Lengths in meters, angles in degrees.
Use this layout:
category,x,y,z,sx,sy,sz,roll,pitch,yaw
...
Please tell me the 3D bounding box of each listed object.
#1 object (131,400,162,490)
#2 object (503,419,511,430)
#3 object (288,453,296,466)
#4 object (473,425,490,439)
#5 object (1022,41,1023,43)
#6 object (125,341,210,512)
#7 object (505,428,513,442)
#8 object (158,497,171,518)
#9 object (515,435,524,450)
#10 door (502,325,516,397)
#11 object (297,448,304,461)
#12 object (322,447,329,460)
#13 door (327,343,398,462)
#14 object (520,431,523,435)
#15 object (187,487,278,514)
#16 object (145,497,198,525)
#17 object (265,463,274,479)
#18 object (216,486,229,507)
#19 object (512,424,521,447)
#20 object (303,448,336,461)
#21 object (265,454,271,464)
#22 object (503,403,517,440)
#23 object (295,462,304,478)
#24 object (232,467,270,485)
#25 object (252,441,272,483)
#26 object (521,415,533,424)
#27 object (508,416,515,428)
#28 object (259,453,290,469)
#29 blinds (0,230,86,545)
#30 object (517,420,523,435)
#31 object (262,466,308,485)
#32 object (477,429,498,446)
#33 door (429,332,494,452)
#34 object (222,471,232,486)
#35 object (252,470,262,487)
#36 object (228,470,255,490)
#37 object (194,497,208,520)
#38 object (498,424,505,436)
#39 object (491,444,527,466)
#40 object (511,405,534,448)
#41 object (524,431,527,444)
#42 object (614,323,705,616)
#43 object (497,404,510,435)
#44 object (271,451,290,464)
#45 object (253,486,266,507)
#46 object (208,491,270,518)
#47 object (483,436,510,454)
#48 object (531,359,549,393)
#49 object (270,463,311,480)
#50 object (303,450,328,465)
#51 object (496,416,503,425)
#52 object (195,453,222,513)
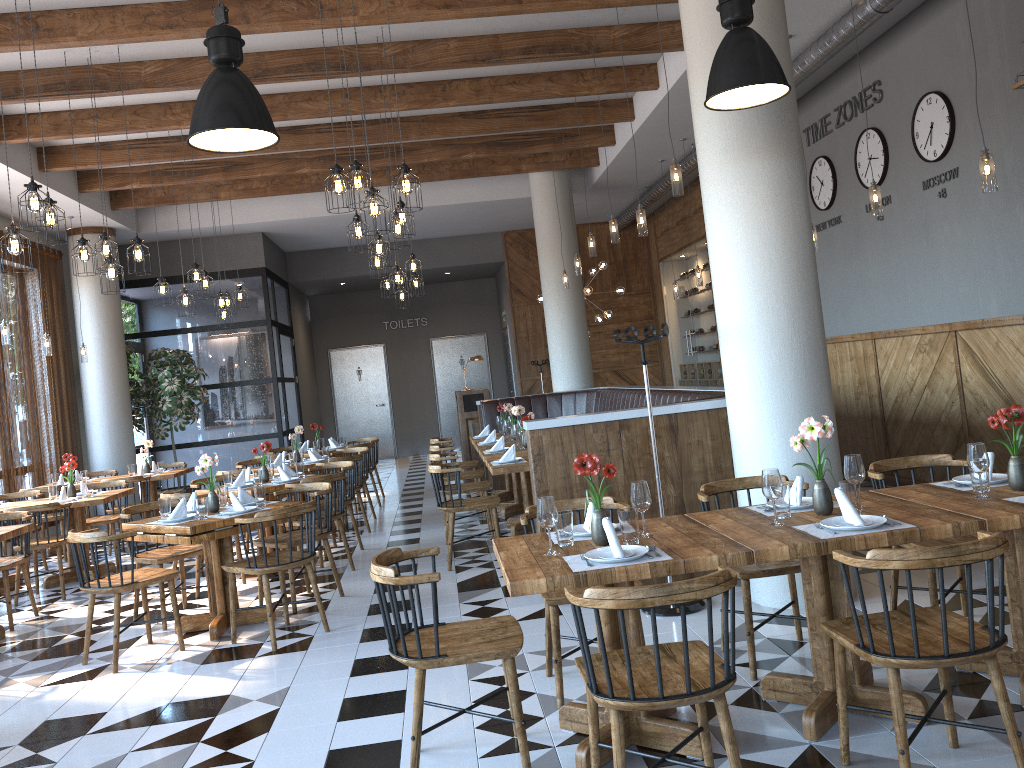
category,x,y,z,sx,sy,sz,roll,pitch,yaw
object,-4.895,1.048,11.956,0.374,1.660,0.374,-7,-2,17
object,-0.047,0.492,9.522,0.081,0.215,0.081,-6,-2,-14
object,-2.288,0.787,9.250,0.080,0.132,0.080,-7,-1,10
object,-0.331,0.553,10.425,0.272,0.137,0.351,-6,0,-5
object,3.416,-2.134,5.701,0.172,0.301,0.234,-6,-1,-16
object,-5.174,0.600,12.731,1.637,2.595,1.376,-6,-1,-21
object,-0.024,0.534,9.244,0.080,0.132,0.080,-6,-1,-20
object,-2.307,0.827,5.894,0.080,0.132,0.080,-6,-1,-30
object,0.076,0.536,8.122,0.080,0.132,0.080,-6,-1,0
door,-0.015,0.072,17.422,0.114,2.397,1.205,-6,-1,-5
object,-2.353,0.787,9.862,0.080,0.132,0.080,-7,-1,10
object,-2.016,0.753,9.597,0.080,0.132,0.080,-7,-1,10
door,-3.092,0.405,18.323,1.207,2.397,0.114,-6,-2,-5
object,0.080,0.520,9.489,0.080,0.132,0.080,-6,-1,-5
object,-2.012,0.789,6.080,0.576,0.137,0.583,-6,1,40
object,-2.162,0.810,5.715,0.351,0.137,0.272,-6,0,40
object,-2.189,0.790,8.012,0.080,0.132,0.080,-6,-1,0
object,-2.031,0.792,6.229,0.080,0.132,0.080,-5,-1,-40
object,0.048,0.493,8.454,0.081,0.215,0.081,-5,-2,-42
object,-2.150,0.763,9.768,0.351,0.137,0.272,-6,0,40
object,-2.629,0.822,9.527,0.080,0.132,0.080,-7,-1,10
object,-0.008,0.396,9.367,0.146,0.400,0.206,-6,-1,2
object,-1.852,0.755,7.747,0.080,0.132,0.080,-6,-1,0
object,-2.357,0.808,7.876,0.271,0.137,0.353,-6,0,40
object,-2.146,0.676,7.677,0.156,0.355,0.170,-5,-2,-40
object,0.170,0.424,7.157,0.171,0.355,0.156,-6,-1,-2
object,-0.004,0.479,10.273,0.081,0.215,0.081,-7,-2,26
object,-2.485,0.805,9.355,0.351,0.137,0.272,-6,0,40
blinds,-5.670,-0.019,8.409,0.160,3.584,7.258,-6,0,-5
object,0.093,0.480,9.175,0.081,0.215,0.081,-7,-2,26
object,-1.943,0.765,7.538,0.271,0.137,0.353,-6,0,40
object,-0.234,0.554,9.332,0.272,0.137,0.351,-6,0,-5
door,-0.999,0.169,18.518,1.207,2.397,0.114,-6,-2,-5
object,-2.465,0.824,7.677,0.080,0.132,0.080,-6,-1,0
object,-2.123,0.789,7.400,0.080,0.132,0.080,-7,-1,10
object,-2.318,0.807,7.500,0.351,0.137,0.272,-6,0,40
object,-1.965,0.792,5.617,0.080,0.132,0.080,-6,-1,-30
object,-0.121,0.533,10.343,0.080,0.132,0.080,-6,-1,-20
object,-0.037,0.557,7.111,0.272,0.137,0.351,-6,0,-5
object,0.116,0.395,8.277,0.206,0.400,0.146,-6,-2,-3
object,0.147,0.495,7.335,0.081,0.215,0.081,-6,-1,3
object,0.850,0.483,5.210,0.375,1.660,0.373,-5,-2,-28
object,-0.085,0.415,10.463,0.156,0.355,0.170,-6,-1,-12
object,-2.525,0.806,9.730,0.271,0.137,0.353,-6,0,40
object,-1.694,0.757,5.963,0.080,0.132,0.080,-5,-1,-40
object,-1.787,0.768,5.753,0.271,0.137,0.353,-6,0,40
object,-0.136,0.556,8.229,0.272,0.137,0.351,-6,0,-5
object,0.588,0.394,15.816,0.374,1.660,0.374,-7,-2,17
object,-1.982,0.765,7.914,0.351,0.137,0.272,-6,0,40
object,-2.110,0.763,9.393,0.271,0.137,0.353,-6,0,40
object,-0.145,0.491,10.620,0.081,0.215,0.081,-6,-2,-14
object,-2.017,0.659,5.896,0.206,0.400,0.146,-7,-2,14
